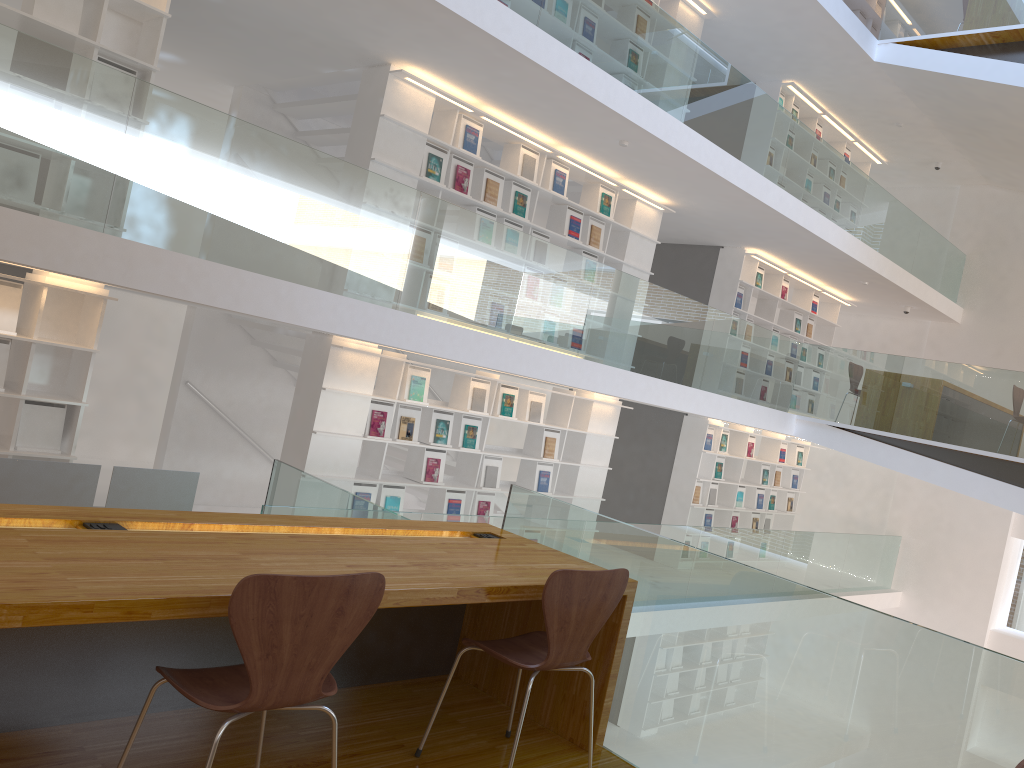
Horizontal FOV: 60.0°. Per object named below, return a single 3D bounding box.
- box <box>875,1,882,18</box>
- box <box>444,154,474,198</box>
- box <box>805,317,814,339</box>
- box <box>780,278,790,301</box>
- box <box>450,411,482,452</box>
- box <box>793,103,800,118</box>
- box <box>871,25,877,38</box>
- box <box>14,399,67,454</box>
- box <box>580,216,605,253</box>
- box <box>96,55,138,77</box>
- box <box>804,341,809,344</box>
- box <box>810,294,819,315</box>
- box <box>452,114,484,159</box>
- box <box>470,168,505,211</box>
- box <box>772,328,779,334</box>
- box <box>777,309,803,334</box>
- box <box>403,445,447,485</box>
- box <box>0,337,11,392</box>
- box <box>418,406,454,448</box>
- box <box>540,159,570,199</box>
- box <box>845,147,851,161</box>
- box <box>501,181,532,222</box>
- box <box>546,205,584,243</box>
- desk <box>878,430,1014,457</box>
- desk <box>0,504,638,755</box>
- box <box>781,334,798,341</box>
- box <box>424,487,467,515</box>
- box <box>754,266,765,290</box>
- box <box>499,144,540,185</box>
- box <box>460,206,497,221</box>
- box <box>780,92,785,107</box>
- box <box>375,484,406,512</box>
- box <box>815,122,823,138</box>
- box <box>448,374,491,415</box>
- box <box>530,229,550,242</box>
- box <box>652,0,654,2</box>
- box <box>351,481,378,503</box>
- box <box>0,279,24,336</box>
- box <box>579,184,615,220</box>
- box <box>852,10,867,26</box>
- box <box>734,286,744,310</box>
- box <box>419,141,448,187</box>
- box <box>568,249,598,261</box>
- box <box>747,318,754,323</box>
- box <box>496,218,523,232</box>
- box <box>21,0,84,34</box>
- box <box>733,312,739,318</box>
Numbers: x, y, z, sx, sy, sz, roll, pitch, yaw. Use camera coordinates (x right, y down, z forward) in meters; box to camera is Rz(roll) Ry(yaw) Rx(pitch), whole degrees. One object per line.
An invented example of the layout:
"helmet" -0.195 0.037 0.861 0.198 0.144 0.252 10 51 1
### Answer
"box" 4.908 -5.060 12.123 0.274 0.296 0.245 12 0 44
"box" -0.478 -1.703 7.284 0.274 0.296 0.245 12 0 44
"box" 3.987 -0.768 12.142 0.274 0.296 0.245 12 0 44
"box" 3.435 -1.220 11.472 0.274 0.296 0.245 12 0 44
"box" -0.426 0.413 7.793 0.274 0.296 0.245 12 0 44
"box" 3.405 -3.317 10.974 0.274 0.296 0.245 12 0 44
"box" 4.839 -4.740 12.125 0.274 0.296 0.245 12 0 44
"box" -2.865 0.236 5.345 0.274 0.296 0.245 12 0 44
"box" 0.740 -1.448 8.571 0.274 0.296 0.245 12 0 44
"box" -2.433 -1.779 5.336 0.274 0.296 0.245 12 0 44
"box" 3.912 -0.448 12.137 0.274 0.296 0.245 12 0 44
"box" 4.056 -1.089 12.141 0.274 0.296 0.245 12 0 44
"box" -0.400 -2.023 7.274 0.274 0.296 0.245 12 0 44
"box" -0.227 -1.651 7.535 0.274 0.296 0.245 12 0 44
"box" 3.311 -0.574 11.493 0.274 0.296 0.245 12 0 44
"box" 3.743 -0.819 11.880 0.274 0.296 0.245 12 0 44
"box" -0.723 0.680 7.549 0.274 0.296 0.245 12 0 44
"box" -3.050 -0.138 5.072 0.274 0.296 0.245 12 0 44
"box" -0.658 0.357 7.543 0.274 0.296 0.245 12 0 44
"box" 0.362 -1.864 8.090 0.274 0.296 0.245 12 0 44
"box" 4.485 -3.090 12.132 0.274 0.296 0.245 12 0 44
"box" 0.006 -1.602 7.784 0.274 0.296 0.245 12 0 44
"box" 0.511 -1.499 8.325 0.274 0.296 0.245 12 0 44
"desk" 4.926 0.424 10.010 0.760 0.606 3.194 12 0 44
"desk" -1.174 0.805 2.357 1.285 0.918 3.236 12 0 44
"box" 3.674 -0.498 11.882 0.274 0.296 0.245 12 0 44
"box" -0.567 1.056 7.793 0.274 0.296 0.245 12 0 44
"box" 2.975 -1.315 10.983 0.274 0.296 0.245 12 0 44
"box" 0.080 -1.922 7.788 0.274 0.296 0.245 12 0 44
"box" -0.295 -1.329 7.537 0.274 0.296 0.245 12 0 44
"box" 3.137 -3.373 10.687 0.274 0.296 0.245 12 0 44
"box" -1.042 0.956 7.284 0.274 0.296 0.245 12 0 44
"box" 3.865 -3.222 11.463 0.274 0.296 0.245 12 0 44
"box" -0.353 0.093 7.797 0.274 0.296 0.245 12 0 44
"box" 0.183 -1.229 8.050 0.274 0.296 0.245 12 0 44
"box" 1.233 -3.772 8.556 0.274 0.296 0.245 12 0 44
"box" -1.242 0.914 7.070 0.274 0.296 0.245 12 0 44
"box" -2.980 -0.458 5.072 0.274 0.296 0.245 12 0 44
"box" 0.842 -1.763 8.605 0.274 0.296 0.245 12 0 44
"box" 4.594 -4.790 11.863 0.274 0.296 0.245 12 0 44
"box" 2.650 -1.049 10.709 0.274 0.296 0.245 12 0 44
"box" -0.674 -1.746 7.055 0.274 0.296 0.245 12 0 44
"box" 0.672 -1.127 8.574 0.274 0.296 0.245 12 0 44
"box" 2.839 -0.673 10.987 0.274 0.296 0.245 12 0 44
"box" -0.066 -1.281 7.782 0.274 0.296 0.245 12 0 44
"box" -2.617 -2.153 5.063 0.274 0.296 0.245 12 0 44
"box" 2.585 -0.726 10.715 0.274 0.296 0.245 12 0 44
